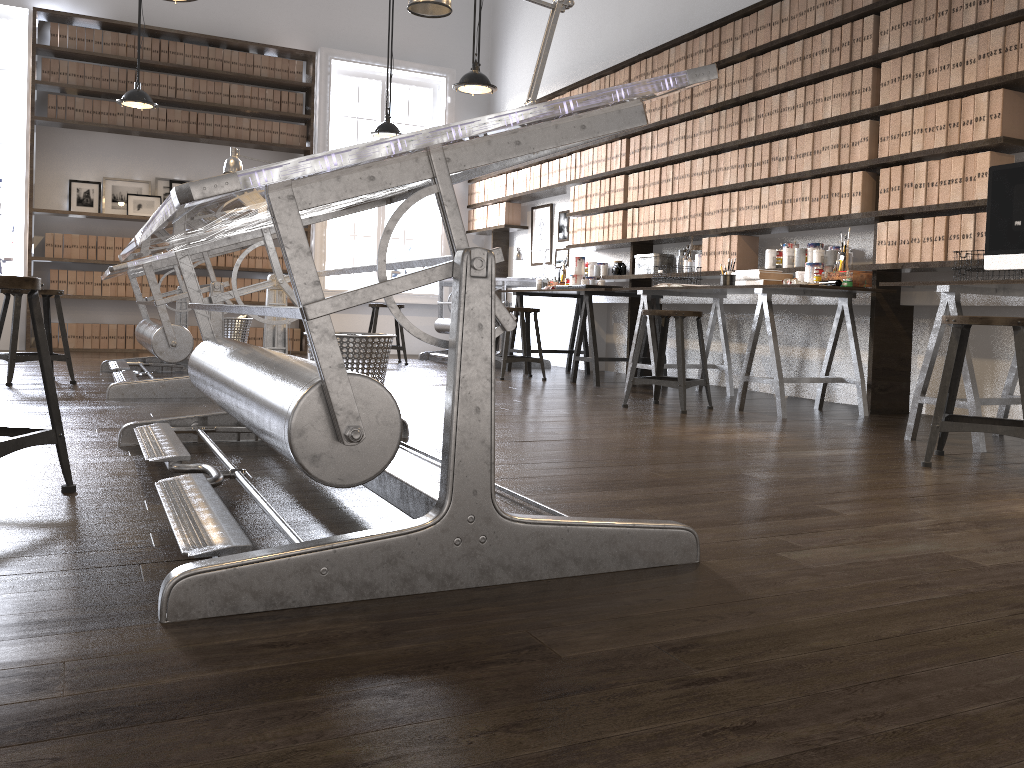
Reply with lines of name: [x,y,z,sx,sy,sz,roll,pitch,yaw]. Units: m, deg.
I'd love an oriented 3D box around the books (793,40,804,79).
books: [1.738,-1.878,5.178,0.174,0.225,0.067,1,2,-26]

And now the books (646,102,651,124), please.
books: [1.078,-2.009,6.547,0.174,0.225,0.067,1,2,-26]

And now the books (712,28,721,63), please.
books: [1.417,-2.220,5.856,0.174,0.225,0.067,1,2,-26]

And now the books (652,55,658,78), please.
books: [1.118,-2.281,6.485,0.174,0.225,0.067,1,2,-26]

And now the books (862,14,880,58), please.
books: [1.962,-1.835,4.726,0.174,0.225,0.067,1,2,-26]

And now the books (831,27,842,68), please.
books: [1.866,-1.854,4.929,0.174,0.225,0.067,1,2,-26]

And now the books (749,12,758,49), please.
books: [1.574,-2.190,5.541,0.174,0.225,0.067,1,2,-26]

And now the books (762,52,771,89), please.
books: [1.624,-1.902,5.425,0.174,0.225,0.067,1,2,-26]

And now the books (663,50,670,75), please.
books: [1.174,-2.268,6.357,0.174,0.225,0.067,1,2,-26]

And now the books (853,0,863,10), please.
books: [1.938,-2.118,4.792,0.174,0.225,0.067,1,2,-26]

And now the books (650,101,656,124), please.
books: [1.107,-2.004,6.491,0.174,0.225,0.067,1,2,-26]

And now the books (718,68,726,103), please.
books: [1.441,-1.938,5.799,0.174,0.225,0.067,1,2,-26]

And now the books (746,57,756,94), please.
books: [1.559,-1.914,5.549,0.174,0.225,0.067,1,2,-26]

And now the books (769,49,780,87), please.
books: [1.651,-1.896,5.360,0.174,0.225,0.067,1,2,-26]

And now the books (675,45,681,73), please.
books: [1.236,-2.257,6.237,0.174,0.225,0.067,1,2,-26]

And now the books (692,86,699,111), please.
books: [1.325,-1.961,6.046,0.174,0.225,0.067,1,2,-26]

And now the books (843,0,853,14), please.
books: [1.907,-2.124,4.856,0.174,0.225,0.067,1,2,-26]

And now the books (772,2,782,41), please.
books: [1.661,-2.172,5.350,0.174,0.225,0.067,1,2,-26]

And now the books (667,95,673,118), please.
books: [1.197,-1.986,6.308,0.174,0.225,0.067,1,2,-26]

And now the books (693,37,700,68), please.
books: [1.327,-2.239,6.053,0.174,0.225,0.067,1,2,-26]

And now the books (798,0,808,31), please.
books: [1.758,-2.154,5.161,0.174,0.225,0.067,1,2,-26]

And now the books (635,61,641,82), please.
books: [1.018,-2.299,6.675,0.174,0.225,0.067,1,2,-26]

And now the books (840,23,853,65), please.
books: [1.894,-1.847,4.859,0.174,0.225,0.067,1,2,-26]

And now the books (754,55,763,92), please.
books: [1.595,-1.908,5.489,0.174,0.225,0.067,1,2,-26]

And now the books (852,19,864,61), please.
books: [1.931,-1.841,4.795,0.174,0.225,0.067,1,2,-26]

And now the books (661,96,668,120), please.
books: [1.166,-1.992,6.371,0.174,0.225,0.067,1,2,-26]

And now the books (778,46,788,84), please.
books: [1.684,-1.889,5.296,0.174,0.225,0.067,1,2,-26]

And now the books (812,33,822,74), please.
books: [1.804,-1.866,5.056,0.174,0.225,0.067,1,2,-26]

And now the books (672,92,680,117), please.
books: [1.224,-1.980,6.242,0.174,0.225,0.067,1,2,-26]

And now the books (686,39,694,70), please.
books: [1.296,-2.245,6.117,0.174,0.225,0.067,1,2,-26]

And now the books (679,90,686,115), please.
books: [1.260,-1.974,6.180,0.174,0.225,0.067,1,2,-26]

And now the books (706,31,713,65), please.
books: [1.389,-2.227,5.925,0.174,0.225,0.067,1,2,-26]

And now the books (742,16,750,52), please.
books: [1.545,-2.196,5.605,0.174,0.225,0.067,1,2,-26]

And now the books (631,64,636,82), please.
books: [0.995,-2.305,6.734,0.174,0.225,0.067,1,2,-26]

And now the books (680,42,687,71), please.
books: [1.261,-2.251,6.175,0.174,0.225,0.067,1,2,-26]

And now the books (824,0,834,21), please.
books: [1.847,-2.136,4.976,0.174,0.225,0.067,1,2,-26]

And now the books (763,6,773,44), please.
books: [1.629,-2.178,5.415,0.174,0.225,0.067,1,2,-26]

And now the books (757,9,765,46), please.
books: [1.605,-2.184,5.473,0.174,0.225,0.067,1,2,-26]

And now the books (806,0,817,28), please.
books: [1.785,-2.148,5.096,0.174,0.225,0.067,1,2,-26]

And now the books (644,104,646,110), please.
books: [1.045,-2.016,6.612,0.174,0.225,0.067,1,2,-26]

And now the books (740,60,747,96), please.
books: [1.534,-1.919,5.611,0.174,0.225,0.067,1,2,-26]

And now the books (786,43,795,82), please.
books: [1.713,-1.884,5.240,0.174,0.225,0.067,1,2,-26]

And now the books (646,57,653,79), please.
books: [1.084,-2.287,6.546,0.174,0.225,0.067,1,2,-26]

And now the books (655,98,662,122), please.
books: [1.132,-1.998,6.429,0.174,0.225,0.067,1,2,-26]

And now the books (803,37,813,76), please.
books: [1.773,-1.872,5.120,0.174,0.225,0.067,1,2,-26]

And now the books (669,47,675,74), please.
books: [1.207,-2.262,6.293,0.174,0.225,0.067,1,2,-26]

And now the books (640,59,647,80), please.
books: [1.050,-2.293,6.610,0.174,0.225,0.067,1,2,-26]

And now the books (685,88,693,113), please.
books: [1.287,-1.968,6.110,0.174,0.225,0.067,1,2,-26]

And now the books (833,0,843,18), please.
books: [1.872,-2.130,4.914,0.174,0.225,0.067,1,2,-26]

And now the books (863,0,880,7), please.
books: [1.965,-2.112,4.727,0.174,0.225,0.067,1,2,-26]

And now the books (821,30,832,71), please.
books: [1.831,-1.860,4.991,0.174,0.225,0.067,1,2,-26]

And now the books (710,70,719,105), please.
books: [1.406,-1.944,5.862,0.174,0.225,0.067,1,2,-26]

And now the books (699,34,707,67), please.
books: [1.354,-2.233,5.987,0.174,0.225,0.067,1,2,-26]

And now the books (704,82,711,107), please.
books: [1.375,-1.950,5.927,0.174,0.225,0.067,1,2,-26]

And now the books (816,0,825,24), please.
books: [1.818,-2.141,5.032,0.174,0.225,0.067,1,2,-26]

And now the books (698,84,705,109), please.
books: [1.351,-1.956,5.986,0.174,0.225,0.067,1,2,-26]

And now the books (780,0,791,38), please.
books: [1.695,-2.166,5.286,0.174,0.225,0.067,1,2,-26]

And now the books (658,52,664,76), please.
books: [1.147,-2.275,6.422,0.174,0.225,0.067,1,2,-26]

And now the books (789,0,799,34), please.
books: [1.729,-2.160,5.225,0.174,0.225,0.067,1,2,-26]
